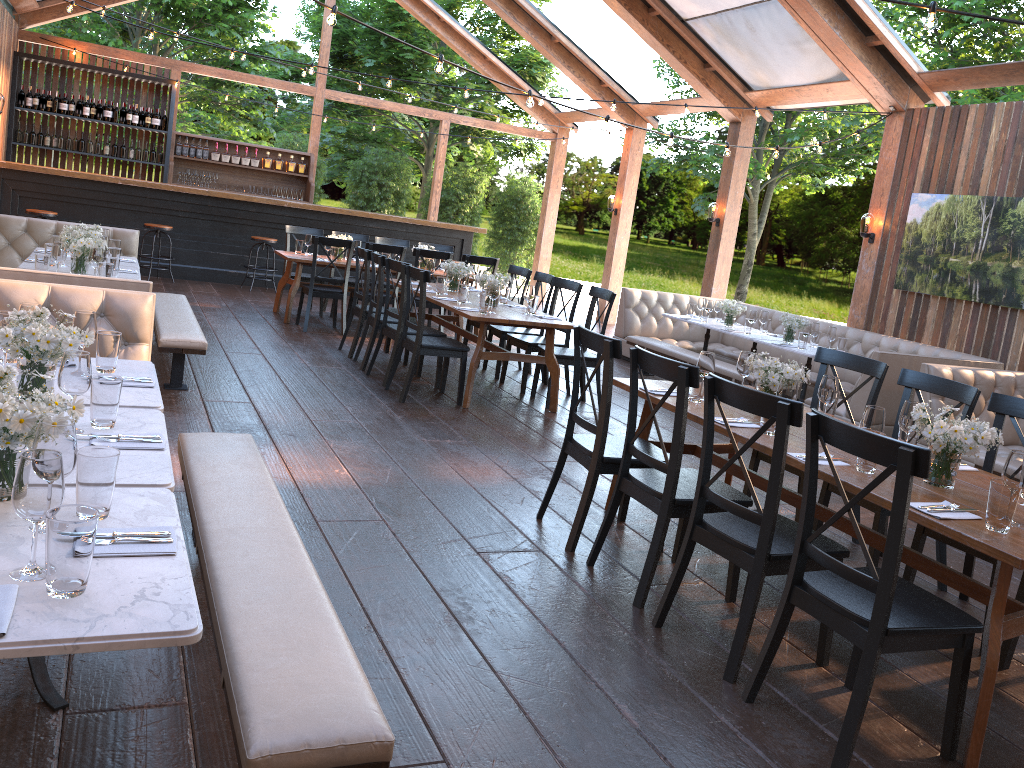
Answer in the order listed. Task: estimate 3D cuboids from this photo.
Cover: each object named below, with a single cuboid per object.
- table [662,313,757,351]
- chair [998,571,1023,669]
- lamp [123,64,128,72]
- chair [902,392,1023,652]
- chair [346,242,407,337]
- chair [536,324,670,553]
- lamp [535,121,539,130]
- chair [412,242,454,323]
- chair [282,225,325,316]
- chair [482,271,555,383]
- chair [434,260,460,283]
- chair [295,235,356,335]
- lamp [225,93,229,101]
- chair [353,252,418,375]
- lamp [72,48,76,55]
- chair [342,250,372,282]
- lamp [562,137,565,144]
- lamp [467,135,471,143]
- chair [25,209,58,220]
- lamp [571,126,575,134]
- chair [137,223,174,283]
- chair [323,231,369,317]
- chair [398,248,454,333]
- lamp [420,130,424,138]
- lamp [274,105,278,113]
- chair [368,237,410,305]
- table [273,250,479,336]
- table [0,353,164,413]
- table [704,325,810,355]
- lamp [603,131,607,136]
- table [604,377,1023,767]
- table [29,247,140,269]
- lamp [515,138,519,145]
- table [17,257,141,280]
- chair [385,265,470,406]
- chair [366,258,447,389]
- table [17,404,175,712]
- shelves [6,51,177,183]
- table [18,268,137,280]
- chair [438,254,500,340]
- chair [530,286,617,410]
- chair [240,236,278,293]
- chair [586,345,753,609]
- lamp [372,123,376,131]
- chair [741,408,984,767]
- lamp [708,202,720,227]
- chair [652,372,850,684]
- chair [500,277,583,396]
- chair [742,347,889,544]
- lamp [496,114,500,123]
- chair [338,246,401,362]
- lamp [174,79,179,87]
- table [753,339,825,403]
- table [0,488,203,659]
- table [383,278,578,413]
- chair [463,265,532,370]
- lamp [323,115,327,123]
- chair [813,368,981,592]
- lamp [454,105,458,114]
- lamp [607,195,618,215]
[{"bbox_3d":[2.189,-0.379,10.038,0.797,0.667,0.808,4,10,-25],"label":"table"},{"bbox_3d":[2.329,0.708,3.392,0.538,1.012,0.482,6,8,-20],"label":"chair"},{"bbox_3d":[-5.866,-4.797,13.432,0.056,0.119,0.058,11,8,19],"label":"lamp"},{"bbox_3d":[2.139,0.583,3.912,0.538,1.012,0.482,4,9,-30],"label":"chair"},{"bbox_3d":[-1.521,-1.064,9.850,0.476,1.012,0.545,4,9,-30],"label":"chair"},{"bbox_3d":[0.513,0.257,4.382,0.538,1.012,0.482,6,8,-20],"label":"chair"},{"bbox_3d":[0.369,-3.818,13.074,0.056,0.120,0.057,4,9,-31],"label":"lamp"},{"bbox_3d":[-1.008,-1.289,11.452,0.476,1.012,0.545,6,8,-20],"label":"chair"},{"bbox_3d":[-2.530,-1.381,10.755,0.476,1.012,0.545,4,9,-30],"label":"chair"},{"bbox_3d":[0.076,-0.577,8.496,0.538,1.012,0.482,6,8,-19],"label":"chair"},{"bbox_3d":[-1.005,-1.515,13.437,0.467,0.729,0.472,2,10,-37],"label":"chair"},{"bbox_3d":[-2.028,-1.095,9.617,0.476,1.012,0.545,5,8,-25],"label":"chair"},{"bbox_3d":[-4.404,-4.435,13.655,0.056,0.118,0.061,5,8,-25],"label":"lamp"},{"bbox_3d":[-1.071,-0.646,7.969,0.538,1.012,0.482,6,8,-20],"label":"chair"},{"bbox_3d":[-6.579,-5.002,13.297,0.056,0.117,0.067,2,10,-39],"label":"lamp"},{"bbox_3d":[-2.244,-1.590,12.869,0.468,0.729,0.472,8,8,-1],"label":"chair"},{"bbox_3d":[0.839,-3.945,14.339,0.056,0.119,0.057,6,8,-17],"label":"lamp"},{"bbox_3d":[-0.682,-3.926,14.186,0.057,0.119,0.056,13,9,30],"label":"lamp"},{"bbox_3d":[-5.962,-1.815,11.164,0.467,0.729,0.473,6,8,-18],"label":"chair"},{"bbox_3d":[0.937,-3.894,13.581,0.057,0.120,0.056,15,10,43],"label":"lamp"},{"bbox_3d":[-4.723,-1.740,11.732,0.467,0.729,0.472,1,11,-41],"label":"chair"},{"bbox_3d":[-2.023,-1.350,10.987,0.476,1.012,0.545,5,8,-25],"label":"chair"},{"bbox_3d":[-1.013,-1.033,10.083,0.476,1.012,0.545,5,8,-25],"label":"chair"},{"bbox_3d":[-1.433,-3.979,14.080,0.056,0.120,0.056,12,8,27],"label":"lamp"},{"bbox_3d":[-3.668,-4.288,13.783,0.056,0.120,0.057,9,8,8],"label":"lamp"},{"bbox_3d":[-1.515,-1.319,11.220,0.476,1.012,0.545,4,9,-30],"label":"chair"},{"bbox_3d":[-1.561,-1.050,10.537,2.425,0.724,0.961,4,10,-25],"label":"table"},{"bbox_3d":[-1.783,0.298,3.315,0.797,0.667,0.808,4,10,-25],"label":"table"},{"bbox_3d":[2.514,-0.194,9.302,0.797,0.667,0.808,4,10,-24],"label":"table"},{"bbox_3d":[1.484,-4.013,14.085,0.056,0.117,0.067,6,8,-17],"label":"lamp"},{"bbox_3d":[1.386,0.619,3.923,0.948,0.723,2.459,4,11,-25],"label":"table"},{"bbox_3d":[-3.583,-0.729,7.392,0.797,0.667,0.808,4,10,-25],"label":"table"},{"bbox_3d":[0.085,-3.904,14.252,0.064,0.117,0.057,5,8,-22],"label":"lamp"},{"bbox_3d":[-3.258,-0.543,6.656,0.797,0.667,0.808,4,10,-24],"label":"table"},{"bbox_3d":[-0.625,-0.391,6.958,0.538,1.012,0.482,5,8,-25],"label":"chair"},{"bbox_3d":[-0.848,-0.519,7.464,0.538,1.012,0.482,4,9,-30],"label":"chair"},{"bbox_3d":[-1.458,0.483,2.579,0.797,0.667,0.808,4,10,-24],"label":"table"},{"bbox_3d":[-6.448,-3.396,13.537,2.198,2.807,0.507,5,8,-25],"label":"shelves"},{"bbox_3d":[-2.933,-0.358,5.920,0.797,0.667,0.808,4,10,-26],"label":"table"},{"bbox_3d":[-0.506,-1.002,10.315,0.476,1.012,0.545,4,9,-30],"label":"chair"},{"bbox_3d":[0.523,-0.323,7.491,0.538,1.012,0.482,6,8,-17],"label":"chair"},{"bbox_3d":[-3.484,-1.665,12.300,0.472,0.729,0.468,15,10,40],"label":"chair"},{"bbox_3d":[0.736,0.384,3.877,0.538,1.012,0.482,5,8,-25],"label":"chair"},{"bbox_3d":[-2.181,-4.060,13.989,0.057,0.120,0.056,13,9,33],"label":"lamp"},{"bbox_3d":[1.182,0.639,2.866,0.538,1.012,0.482,5,8,-25],"label":"chair"},{"bbox_3d":[2.750,-2.313,12.046,0.177,0.317,0.148,5,8,-25],"label":"lamp"},{"bbox_3d":[0.959,0.512,3.372,0.538,1.012,0.482,4,9,-30],"label":"chair"},{"bbox_3d":[0.270,-0.454,7.991,0.538,1.012,0.482,4,9,-28],"label":"chair"},{"bbox_3d":[1.670,0.327,4.912,0.538,1.012,0.482,4,9,-30],"label":"chair"},{"bbox_3d":[-0.198,-3.771,12.562,0.056,0.120,0.057,7,8,-8],"label":"lamp"},{"bbox_3d":[-1.294,-0.773,8.475,0.538,1.012,0.482,5,8,-25],"label":"chair"},{"bbox_3d":[-5.136,-4.605,13.542,0.056,0.118,0.062,6,8,-19],"label":"lamp"},{"bbox_3d":[2.839,-0.008,8.566,0.797,0.667,0.808,4,10,-26],"label":"table"},{"bbox_3d":[-1.133,0.669,1.843,0.797,0.667,0.808,4,10,-26],"label":"table"},{"bbox_3d":[-0.411,-0.406,7.993,0.948,0.723,2.459,4,11,-25],"label":"table"},{"bbox_3d":[-0.152,-0.704,8.998,0.538,1.012,0.482,5,8,-25],"label":"chair"},{"bbox_3d":[-2.923,-4.158,13.872,0.057,0.118,0.059,14,10,38],"label":"lamp"},{"bbox_3d":[1.893,0.455,4.408,0.538,1.012,0.482,5,8,-22],"label":"chair"},{"bbox_3d":[-0.764,-3.746,12.057,0.056,0.120,0.057,8,8,-6],"label":"lamp"},{"bbox_3d":[1.650,-2.940,14.536,0.177,0.317,0.148,5,8,-25],"label":"lamp"}]
